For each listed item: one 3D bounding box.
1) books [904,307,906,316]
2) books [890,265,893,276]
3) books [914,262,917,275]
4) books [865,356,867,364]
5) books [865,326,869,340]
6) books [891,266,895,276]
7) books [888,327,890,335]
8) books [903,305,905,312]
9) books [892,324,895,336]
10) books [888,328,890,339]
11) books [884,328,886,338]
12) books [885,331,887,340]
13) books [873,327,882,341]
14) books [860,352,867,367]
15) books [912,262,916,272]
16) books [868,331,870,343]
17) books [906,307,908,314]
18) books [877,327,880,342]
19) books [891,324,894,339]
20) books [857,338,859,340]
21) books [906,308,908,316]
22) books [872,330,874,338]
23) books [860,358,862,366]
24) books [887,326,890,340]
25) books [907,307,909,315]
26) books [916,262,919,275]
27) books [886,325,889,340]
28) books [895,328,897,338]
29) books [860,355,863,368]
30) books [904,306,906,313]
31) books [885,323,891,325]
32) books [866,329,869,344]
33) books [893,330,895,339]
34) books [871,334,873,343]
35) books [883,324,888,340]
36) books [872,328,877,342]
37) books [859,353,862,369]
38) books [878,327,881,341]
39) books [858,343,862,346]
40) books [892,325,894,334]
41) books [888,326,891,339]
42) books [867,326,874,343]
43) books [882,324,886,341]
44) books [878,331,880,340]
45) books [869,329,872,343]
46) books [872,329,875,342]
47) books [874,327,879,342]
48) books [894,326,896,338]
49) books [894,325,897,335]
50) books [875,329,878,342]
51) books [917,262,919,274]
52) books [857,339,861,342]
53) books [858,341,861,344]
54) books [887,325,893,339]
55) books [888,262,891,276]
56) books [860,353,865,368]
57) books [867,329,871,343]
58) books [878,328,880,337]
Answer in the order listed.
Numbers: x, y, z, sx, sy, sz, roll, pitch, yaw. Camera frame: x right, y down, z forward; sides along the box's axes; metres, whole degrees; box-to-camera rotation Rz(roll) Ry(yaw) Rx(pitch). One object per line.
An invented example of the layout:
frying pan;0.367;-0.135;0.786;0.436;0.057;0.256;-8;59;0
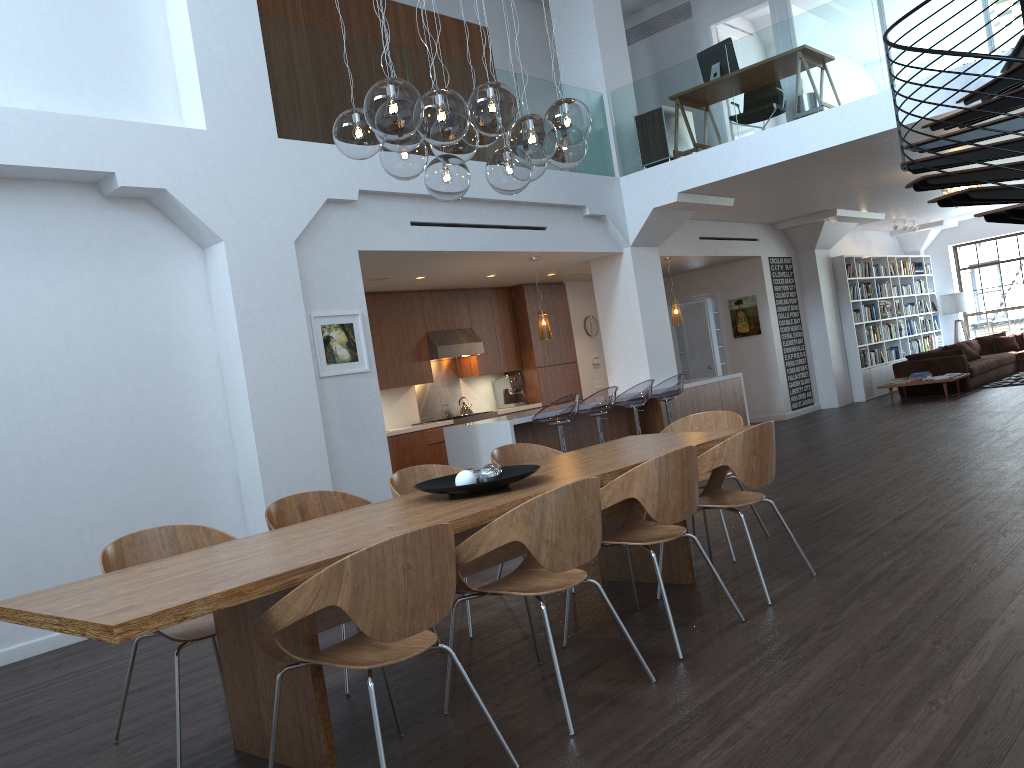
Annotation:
books;7.240;-1.345;16.483;0.128;0.178;0.021;-9;0;42
books;6.846;-2.069;16.201;0.174;0.236;0.136;-9;0;42
books;7.758;-2.226;17.232;0.183;0.253;0.042;-9;0;42
books;5.836;-0.383;14.824;0.161;0.223;0.033;-9;0;42
books;5.947;-0.822;14.990;0.140;0.298;0.044;-9;0;42
books;6.890;-2.061;16.236;0.161;0.207;0.130;-9;0;42
books;6.626;-0.892;15.756;0.161;0.223;0.027;-9;0;42
books;7.221;-1.353;16.473;0.127;0.200;0.020;-9;0;42
books;6.785;-0.933;15.952;0.183;0.253;0.034;-9;0;42
books;6.595;-0.899;15.726;0.171;0.246;0.057;-9;0;42
books;6.474;-0.882;15.585;0.160;0.250;0.026;-9;0;42
books;6.495;-0.871;15.602;0.161;0.223;0.026;-9;0;42
books;6.337;-0.862;15.442;0.183;0.253;0.034;-9;0;42
books;5.807;-0.393;14.798;0.183;0.253;0.042;-9;0;42
books;7.724;-2.221;17.204;0.183;0.253;0.042;-9;0;42
books;5.980;-0.781;15.028;0.144;0.207;0.048;-9;0;42
books;7.329;-1.346;16.571;0.110;0.153;0.017;-9;0;42
books;6.246;-0.847;15.341;0.183;0.253;0.034;-9;0;42
books;6.724;-0.926;15.876;0.180;0.259;0.060;-9;0;42
books;5.671;-0.741;14.742;0.144;0.025;0.204;-9;0;32
books;7.318;-1.344;16.557;0.110;0.153;0.018;-9;0;42
books;6.110;-0.810;15.195;0.161;0.223;0.026;-9;0;42
books;5.684;-0.372;14.660;0.160;0.251;0.031;-9;0;42
books;6.566;-0.898;15.691;0.183;0.253;0.034;-9;0;42
books;7.361;-1.356;16.599;0.106;0.162;0.030;-9;0;42
books;7.814;-2.235;17.298;0.183;0.253;0.042;-9;0;42
books;6.541;-0.894;15.669;0.183;0.253;0.034;-9;0;42
books;6.844;-0.927;16.000;0.161;0.223;0.026;-9;0;42
books;5.713;-0.363;14.676;0.161;0.223;0.032;-9;0;42
books;7.253;-1.347;16.500;0.128;0.178;0.020;-9;0;42
books;6.688;-0.936;15.841;0.176;0.290;0.036;-9;0;42
books;5.904;-0.789;14.964;0.189;0.247;0.057;-9;0;42
books;6.773;-0.916;15.925;0.161;0.223;0.027;-9;0;42
books;6.057;-0.802;15.135;0.161;0.223;0.027;-9;0;42
books;6.509;-0.908;15.637;0.176;0.290;0.053;-9;0;42
books;6.169;-0.831;15.256;0.171;0.246;0.057;-9;0;42
books;5.648;-0.384;14.635;0.198;0.284;0.049;-9;0;42
books;6.315;-0.857;15.422;0.160;0.250;0.026;-9;0;42
books;5.687;-0.647;14.742;0.197;0.035;0.284;-9;0;32
books;6.755;-0.927;15.905;0.160;0.250;0.026;-9;0;42
books;6.642;-0.904;15.787;0.174;0.240;0.045;-9;0;42
books;6.077;-0.839;15.166;0.176;0.290;0.053;-9;0;42
books;6.430;-0.892;15.561;0.198;0.284;0.066;-9;0;42
books;6.265;-0.850;15.368;0.183;0.253;0.034;-9;0;42
books;6.027;-0.809;15.103;0.171;0.246;0.057;-9;0;42
books;6.119;-0.820;15.233;0.174;0.240;0.045;-9;0;42
books;6.221;-0.843;15.319;0.183;0.253;0.034;-9;0;42
books;6.812;-0.931;15.981;0.174;0.240;0.045;-9;0;42
books;6.856;-0.933;16.031;0.168;0.231;0.037;-9;0;42
books;6.197;-0.828;15.295;0.168;0.231;0.037;-9;0;42
books;7.845;-2.240;17.329;0.183;0.253;0.042;-9;0;42
books;5.672;-0.712;14.739;0.174;0.032;0.254;-9;0;37
books;5.682;-0.681;14.742;0.197;0.033;0.284;-9;0;17
books;6.675;-0.915;15.809;0.183;0.253;0.034;-9;0;42
books;6.787;-2.069;16.135;0.183;0.253;0.042;-9;0;42
books;5.741;-0.376;14.708;0.174;0.240;0.054;-9;0;42
books;5.995;-0.801;15.071;0.159;0.241;0.038;-9;0;42
books;6.287;-0.847;15.401;0.174;0.240;0.045;-9;0;42
